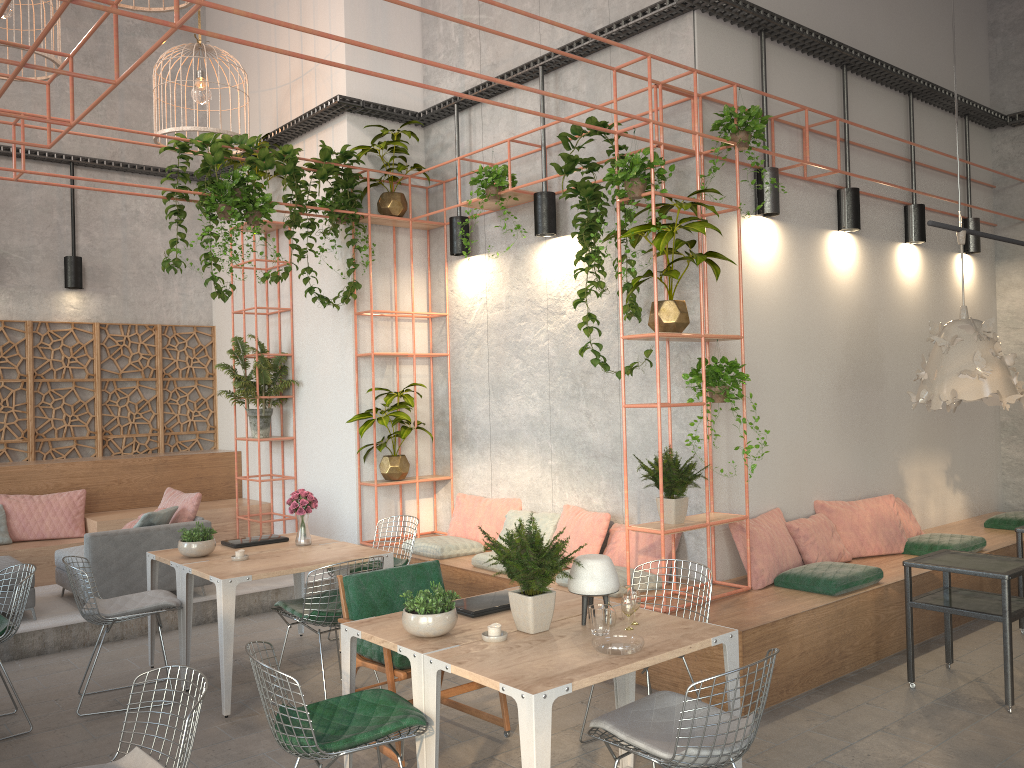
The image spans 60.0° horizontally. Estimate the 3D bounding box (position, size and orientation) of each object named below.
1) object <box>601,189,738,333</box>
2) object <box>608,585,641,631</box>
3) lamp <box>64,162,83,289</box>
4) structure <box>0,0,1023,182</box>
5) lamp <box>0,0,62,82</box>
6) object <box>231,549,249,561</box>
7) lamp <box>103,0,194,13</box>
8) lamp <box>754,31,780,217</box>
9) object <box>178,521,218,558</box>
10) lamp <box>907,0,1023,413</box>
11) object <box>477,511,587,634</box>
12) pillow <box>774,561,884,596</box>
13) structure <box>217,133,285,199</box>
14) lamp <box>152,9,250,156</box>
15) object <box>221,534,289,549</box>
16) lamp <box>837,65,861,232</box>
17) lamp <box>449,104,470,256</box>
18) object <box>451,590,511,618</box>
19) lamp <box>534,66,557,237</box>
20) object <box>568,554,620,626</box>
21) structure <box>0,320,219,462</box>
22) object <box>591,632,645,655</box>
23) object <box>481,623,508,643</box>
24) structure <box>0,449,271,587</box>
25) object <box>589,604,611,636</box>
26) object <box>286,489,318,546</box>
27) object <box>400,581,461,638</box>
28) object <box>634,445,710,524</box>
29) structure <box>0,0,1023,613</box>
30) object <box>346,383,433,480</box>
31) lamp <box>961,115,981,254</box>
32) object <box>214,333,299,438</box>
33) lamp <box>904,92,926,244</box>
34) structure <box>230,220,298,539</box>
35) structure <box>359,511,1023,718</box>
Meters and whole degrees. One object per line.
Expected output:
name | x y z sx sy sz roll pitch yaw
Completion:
object | 1.009 -0.804 5.788 0.903 0.947 0.934 -2 -1 12
object | 0.528 1.023 4.061 0.165 0.154 0.210 -2 -1 40
lamp | -4.980 -1.794 10.049 0.179 1.436 0.185 -1 -1 -40
structure | -0.023 -2.728 4.344 15.203 0.110 15.603 -1 -1 -40
lamp | -4.333 -4.440 7.494 0.883 3.476 0.883 -2 -1 13
object | -1.831 1.146 5.967 0.115 0.078 0.115 -1 -1 -34
lamp | -2.860 -4.706 6.653 0.883 3.476 0.883 -2 -1 13
lamp | 1.955 -2.016 6.854 0.179 1.425 0.185 -1 -1 -40
object | -2.181 1.069 6.139 0.254 0.247 0.248 -1 -1 -40
lamp | 4.163 -1.858 6.711 4.456 4.052 0.704 -1 -1 -40
object | 0.070 0.846 3.999 0.368 0.527 0.438 -1 -1 -40
pillow | 2.251 1.373 6.290 0.637 0.149 0.491 -1 -1 -39
structure | -2.803 -2.265 9.442 0.903 0.803 0.934 -2 -1 22
lamp | -3.020 -4.046 8.551 0.883 3.476 0.883 -2 -1 13
object | -1.921 1.175 6.634 0.427 0.031 0.268 -1 -1 -40
lamp | 2.881 -2.032 7.630 0.179 1.425 0.185 -1 -1 -40
lamp | -0.510 -1.935 8.394 0.185 1.425 0.179 -1 -1 -40
object | -0.110 1.105 4.470 0.427 0.031 0.268 -1 -1 -40
lamp | 0.266 -1.965 7.468 0.185 1.425 0.179 -1 -1 -40
object | 0.379 0.956 4.113 0.241 0.313 0.241 -2 -1 5
structure | -6.916 0.382 8.479 9.782 2.103 0.132 -1 -1 -40
object | 0.437 1.073 3.659 0.218 0.041 0.218 -1 -1 -32
object | -0.076 1.078 3.871 0.115 0.078 0.115 -1 -1 -34
structure | -6.046 1.393 6.997 9.152 1.111 3.396 -1 -1 -40
object | 0.387 1.038 3.897 0.095 0.119 0.095 -1 -1 -16
object | -1.530 0.971 6.472 0.213 0.414 0.225 -2 -1 42
object | -0.369 0.999 3.975 0.254 0.247 0.248 -1 -1 -40
object | 1.045 0.665 5.905 0.368 0.527 0.438 -1 -1 -40
structure | 0.006 -0.391 7.280 14.096 4.345 4.501 -1 -1 -41
object | -1.178 0.455 8.468 0.903 0.919 0.934 -2 -1 22
lamp | 4.725 -2.066 9.175 0.179 1.425 0.185 -1 -1 -40
object | -2.710 0.023 9.448 0.900 1.097 0.894 -1 -1 -11
lamp | 3.799 -2.049 8.399 0.179 1.425 0.185 -1 -1 -40
structure | -2.678 0.079 9.563 0.424 3.596 0.624 -1 -1 -40
structure | 2.167 1.696 8.687 5.831 0.500 4.386 -1 -1 -40
